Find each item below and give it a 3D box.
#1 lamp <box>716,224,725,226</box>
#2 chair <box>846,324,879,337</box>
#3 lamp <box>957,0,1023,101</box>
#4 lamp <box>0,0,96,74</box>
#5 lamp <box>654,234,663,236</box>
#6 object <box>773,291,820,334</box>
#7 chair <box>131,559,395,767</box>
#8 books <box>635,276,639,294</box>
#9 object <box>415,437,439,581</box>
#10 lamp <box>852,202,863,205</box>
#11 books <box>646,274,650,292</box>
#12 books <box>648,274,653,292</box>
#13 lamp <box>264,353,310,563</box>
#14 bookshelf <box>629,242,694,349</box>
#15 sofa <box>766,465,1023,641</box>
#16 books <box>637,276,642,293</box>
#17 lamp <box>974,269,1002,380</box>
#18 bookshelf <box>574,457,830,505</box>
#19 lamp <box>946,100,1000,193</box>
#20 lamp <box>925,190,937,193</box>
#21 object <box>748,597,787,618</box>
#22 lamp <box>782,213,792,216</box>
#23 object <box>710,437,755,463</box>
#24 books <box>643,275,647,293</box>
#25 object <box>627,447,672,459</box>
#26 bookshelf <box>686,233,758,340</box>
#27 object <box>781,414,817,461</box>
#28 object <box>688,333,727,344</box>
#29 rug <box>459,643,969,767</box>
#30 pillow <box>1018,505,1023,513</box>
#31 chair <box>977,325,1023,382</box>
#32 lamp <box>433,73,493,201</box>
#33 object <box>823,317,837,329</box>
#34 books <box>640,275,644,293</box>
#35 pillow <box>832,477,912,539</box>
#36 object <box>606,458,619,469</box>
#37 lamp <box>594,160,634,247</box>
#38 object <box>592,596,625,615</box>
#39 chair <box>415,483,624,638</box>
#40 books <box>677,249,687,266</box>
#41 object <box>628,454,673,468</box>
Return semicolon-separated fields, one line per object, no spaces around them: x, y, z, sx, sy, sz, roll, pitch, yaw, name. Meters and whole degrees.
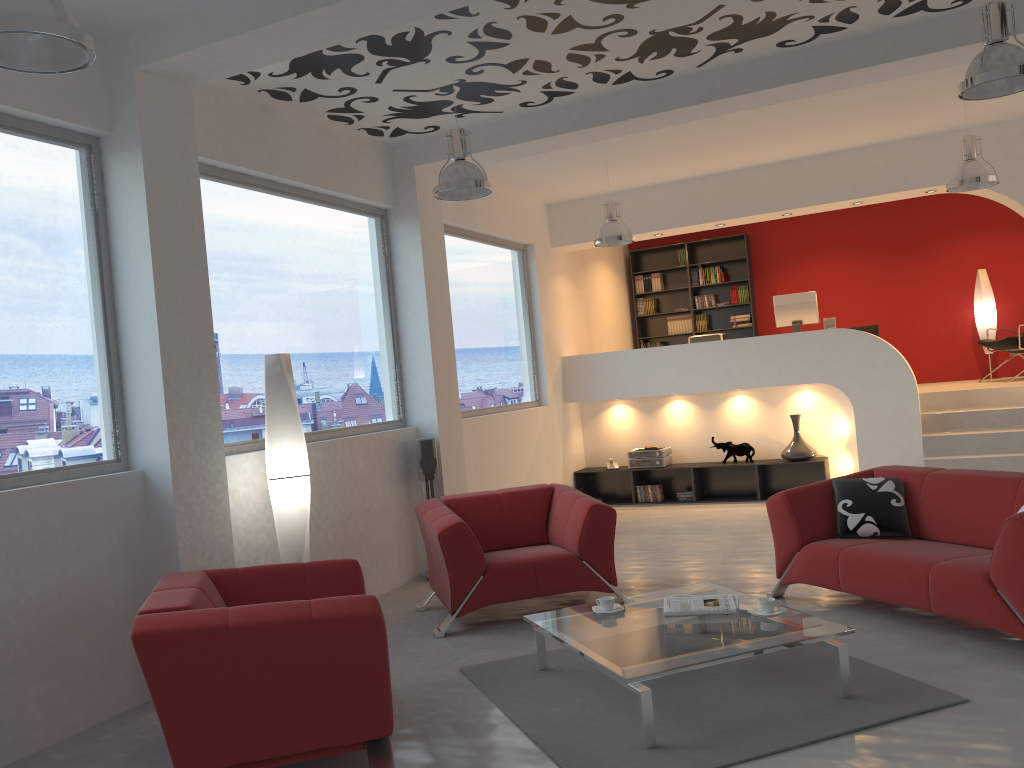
2.274;-1.732;9.665;0.105;0.011;0.105;-5;0;14;lamp
4.049;-0.292;10.782;0.768;0.795;0.664;-5;0;-45;chair
2.366;-1.854;4.360;0.379;0.800;0.379;-5;0;18;lamp
-1.618;-1.488;2.926;0.379;0.800;0.379;-5;0;-25;lamp
1.643;-1.674;9.963;0.105;0.011;0.105;-5;0;14;lamp
3.130;-0.768;9.753;0.458;0.452;0.230;-5;0;25;object
-1.049;1.207;3.899;0.951;0.738;1.288;-5;0;-15;chair
1.826;-1.420;12.788;0.040;0.260;0.200;-5;0;25;books
-0.639;0.983;7.043;0.214;1.112;0.229;-5;0;-10;object
3.536;-1.848;9.069;0.105;0.011;0.105;-5;0;14;lamp
1.972;-1.433;12.719;0.040;0.260;0.200;-5;0;25;books
2.009;-1.437;12.702;0.040;0.260;0.200;-5;0;25;books
-1.314;0.710;5.265;0.313;1.779;0.313;-5;0;17;lamp
2.202;-0.832;12.601;0.816;2.213;0.305;-5;0;25;bookshelf
2.351;0.895;4.847;0.951;0.738;1.929;-5;0;-25;sofa
1.863;-1.423;12.771;0.040;0.260;0.200;-5;0;25;books
5.814;-0.731;10.866;0.237;1.349;0.237;-5;0;33;lamp
2.064;1.095;9.870;2.764;0.397;0.405;-5;0;25;bookshelf
3.637;-1.969;7.075;0.379;0.800;0.379;-5;0;-4;lamp
4.149;-1.905;8.779;0.105;0.011;0.105;-5;0;14;lamp
1.195;1.043;4.154;0.153;0.069;0.153;-5;0;-38;object
2.905;-1.790;9.367;0.105;0.011;0.105;-5;0;14;lamp
2.416;0.715;9.715;0.507;0.296;0.191;-5;0;41;object
1.936;-1.430;12.736;0.040;0.260;0.200;-5;0;25;books
1.564;0.783;10.096;0.430;0.077;0.349;-5;0;25;object
2.938;-0.900;12.253;0.816;2.213;0.305;-5;0;25;bookshelf
3.024;0.566;9.398;0.369;0.481;0.369;-5;0;-10;object
2.287;-0.464;10.249;0.397;0.217;0.458;-5;0;25;object
0.803;1.403;4.167;1.700;0.025;1.700;-5;0;-20;rug
2.551;0.699;4.380;0.288;0.343;0.402;-5;0;33;pillow
5.777;-0.451;10.030;0.768;0.795;0.664;-5;0;0;chair
-0.346;-1.604;5.641;0.379;0.800;0.379;-5;0;-36;lamp
3.462;-0.646;9.658;0.133;0.147;0.151;-5;0;9;object
1.899;-1.427;12.753;0.040;0.260;0.200;-5;0;25;books
2.139;0.737;5.288;0.402;0.343;0.288;-5;0;18;pillow
1.152;0.911;10.198;0.130;0.117;0.146;-5;0;1;object
0.926;-1.720;8.356;0.379;0.800;0.379;-5;0;-4;lamp
0.480;1.109;4.450;0.153;0.069;0.153;-5;0;-8;object
0.021;1.110;5.890;1.288;0.738;0.951;-5;0;-15;chair
2.425;-1.767;12.505;0.146;0.240;0.170;-5;0;25;books
1.570;0.881;10.089;0.430;0.100;0.365;-5;0;25;object
